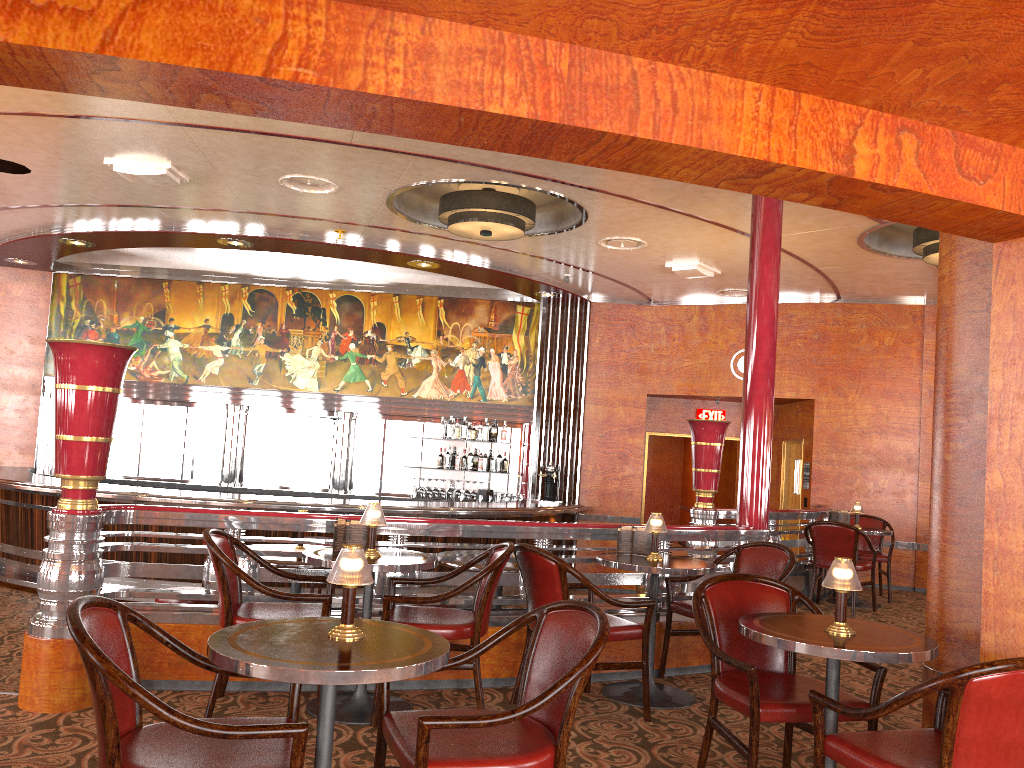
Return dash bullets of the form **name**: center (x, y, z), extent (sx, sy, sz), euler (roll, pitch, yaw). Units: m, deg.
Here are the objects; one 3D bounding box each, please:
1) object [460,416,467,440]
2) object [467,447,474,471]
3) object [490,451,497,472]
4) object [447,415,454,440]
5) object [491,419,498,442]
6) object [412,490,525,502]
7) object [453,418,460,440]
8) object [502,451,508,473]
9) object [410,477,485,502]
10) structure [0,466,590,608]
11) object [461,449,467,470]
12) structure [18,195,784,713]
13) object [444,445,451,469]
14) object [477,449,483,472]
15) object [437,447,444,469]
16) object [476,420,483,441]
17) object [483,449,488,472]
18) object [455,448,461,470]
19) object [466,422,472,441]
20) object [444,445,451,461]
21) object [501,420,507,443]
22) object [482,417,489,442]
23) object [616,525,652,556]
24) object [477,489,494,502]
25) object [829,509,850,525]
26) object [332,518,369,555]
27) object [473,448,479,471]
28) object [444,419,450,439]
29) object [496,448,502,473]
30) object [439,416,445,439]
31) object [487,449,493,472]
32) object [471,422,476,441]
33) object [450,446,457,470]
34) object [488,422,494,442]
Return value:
- **object**: center (-0.603, 0.557, 11.188), extent (0.078, 0.305, 0.078), euler (4, -4, -11)
- **object**: center (-0.523, 0.942, 11.182), extent (0.078, 0.305, 0.078), euler (1, -4, 39)
- **object**: center (-0.233, 0.978, 11.193), extent (0.080, 0.272, 0.080), euler (3, -3, 4)
- **object**: center (-0.777, 0.548, 11.211), extent (0.078, 0.305, 0.078), euler (4, -3, -9)
- **object**: center (-0.217, 0.588, 11.184), extent (0.090, 0.293, 0.090), euler (1, -4, 34)
- **object**: center (-0.533, 1.410, 11.211), extent (1.424, 0.134, 0.404), euler (3, -4, 6)
- **object**: center (-0.693, 0.569, 11.210), extent (0.080, 0.272, 0.080), euler (4, -3, -6)
- **object**: center (-0.088, 0.997, 11.324), extent (0.080, 0.272, 0.080), euler (4, -3, -1)
- **object**: center (-0.824, 1.333, 11.169), extent (0.951, 0.244, 0.397), euler (3, -4, 4)
- **structure**: center (-2.955, 1.659, 9.574), extent (7.810, 1.046, 3.210), euler (4, -4, 1)
- **object**: center (-0.607, 0.961, 11.292), extent (0.080, 0.272, 0.080), euler (3, -3, 4)
- **structure**: center (-0.195, 0.217, 4.989), extent (4.355, 3.602, 0.549), euler (5, -4, -25)
- **object**: center (-0.815, 0.925, 11.214), extent (0.078, 0.305, 0.078), euler (4, -3, -6)
- **object**: center (-0.394, 0.960, 11.154), extent (0.067, 0.282, 0.067), euler (5, -4, -25)
- **object**: center (-0.908, 0.940, 11.275), extent (0.080, 0.272, 0.080), euler (3, -3, 4)
- **object**: center (-0.411, 0.595, 11.305), extent (0.080, 0.272, 0.080), euler (6, -4, -31)
- **object**: center (-0.340, 0.968, 11.222), extent (0.067, 0.282, 0.067), euler (6, -4, -39)
- **object**: center (-0.681, 0.945, 11.211), extent (0.067, 0.282, 0.067), euler (6, -4, -34)
- **object**: center (-0.568, 0.600, 11.272), extent (0.068, 0.235, 0.212), euler (2, -4, 21)
- **object**: center (-0.820, 0.932, 11.304), extent (0.078, 0.305, 0.206), euler (4, -4, -3)
- **object**: center (-0.095, 0.602, 11.203), extent (0.067, 0.282, 0.067), euler (3, -4, 12)
- **object**: center (-0.333, 0.576, 11.201), extent (0.078, 0.305, 0.078), euler (5, -4, -19)
- **object**: center (0.659, 0.877, 4.971), extent (0.169, 0.156, 0.195), euler (6, -4, -29)
- **object**: center (-0.353, 1.403, 11.124), extent (0.169, 0.156, 0.195), euler (2, -4, 26)
- **object**: center (3.221, 1.313, 8.666), extent (0.169, 0.156, 0.195), euler (4, -4, -4)
- **object**: center (-0.815, 0.732, 4.280), extent (0.195, 0.156, 0.169), euler (7, -5, -39)
- **object**: center (-0.463, 0.959, 11.275), extent (0.090, 0.293, 0.090), euler (4, -3, -6)
- **object**: center (-0.814, 0.578, 11.316), extent (0.090, 0.256, 0.090), euler (2, -4, 22)
- **object**: center (-0.161, 0.970, 11.239), extent (0.078, 0.305, 0.078), euler (3, -4, 14)
- **object**: center (-0.884, 0.552, 11.211), extent (0.067, 0.282, 0.067), euler (7, -5, -44)
- **object**: center (-0.280, 0.976, 11.343), extent (0.090, 0.293, 0.090), euler (1, -4, 34)
- **object**: center (-0.483, 0.600, 11.209), extent (0.070, 0.238, 0.070), euler (5, -4, -25)
- **object**: center (-0.737, 0.944, 11.318), extent (0.090, 0.293, 0.090), euler (5, -4, -21)
- **object**: center (-0.253, 0.616, 11.350), extent (0.090, 0.256, 0.090), euler (3, -4, 7)
